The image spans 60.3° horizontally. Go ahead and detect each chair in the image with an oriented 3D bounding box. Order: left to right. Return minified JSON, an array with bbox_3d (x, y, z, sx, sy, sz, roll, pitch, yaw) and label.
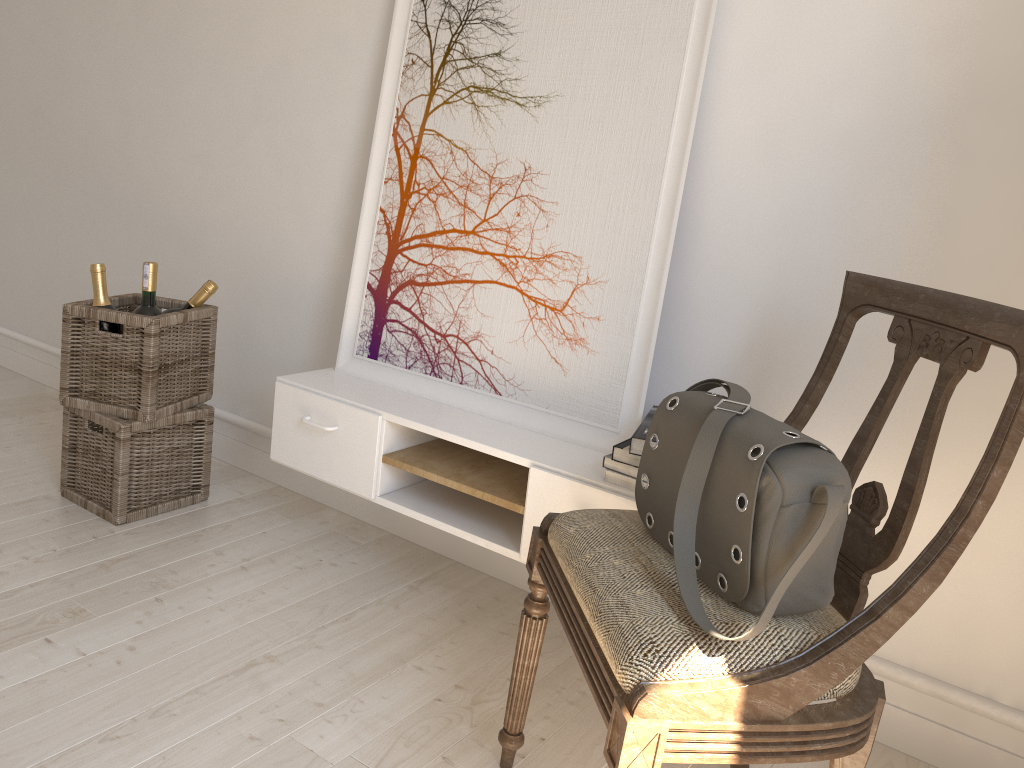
[{"bbox_3d":[0.322,0.290,1.250,0.537,0.878,0.529,4,10,-11],"label":"chair"}]

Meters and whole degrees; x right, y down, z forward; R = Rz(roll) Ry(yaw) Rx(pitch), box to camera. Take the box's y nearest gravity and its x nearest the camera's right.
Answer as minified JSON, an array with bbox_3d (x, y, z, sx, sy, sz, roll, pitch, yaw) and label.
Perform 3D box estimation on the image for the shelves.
[{"bbox_3d":[-0.043,0.189,1.949,1.126,0.207,0.370,15,15,33],"label":"shelves"}]

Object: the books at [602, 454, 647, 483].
[{"bbox_3d":[0.332,0.154,1.679,0.214,0.022,0.260,17,17,37],"label":"books"}]

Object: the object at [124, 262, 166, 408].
[{"bbox_3d":[-0.945,-0.127,2.283,0.095,0.372,0.096,-1,11,-39],"label":"object"}]

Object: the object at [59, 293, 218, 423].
[{"bbox_3d":[-0.997,-0.081,2.371,0.277,0.266,0.279,9,11,14],"label":"object"}]

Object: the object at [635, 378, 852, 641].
[{"bbox_3d":[0.302,0.145,1.178,0.212,0.244,0.408,4,12,-11],"label":"object"}]

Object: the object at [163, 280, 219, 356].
[{"bbox_3d":[-0.958,-0.133,2.415,0.284,0.327,0.097,5,9,-6],"label":"object"}]

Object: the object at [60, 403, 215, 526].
[{"bbox_3d":[-1.018,0.182,2.400,0.279,0.266,0.277,14,13,33],"label":"object"}]

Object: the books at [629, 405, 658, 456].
[{"bbox_3d":[0.340,0.101,1.670,0.192,0.032,0.262,10,14,16],"label":"books"}]

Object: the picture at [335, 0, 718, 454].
[{"bbox_3d":[0.006,-0.513,1.994,0.862,1.146,0.164,13,11,34],"label":"picture"}]

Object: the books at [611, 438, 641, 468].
[{"bbox_3d":[0.328,0.130,1.670,0.192,0.027,0.241,14,16,31],"label":"books"}]

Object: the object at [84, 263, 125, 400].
[{"bbox_3d":[-1.057,-0.133,2.313,0.128,0.356,0.095,9,9,14],"label":"object"}]

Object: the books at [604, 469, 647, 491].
[{"bbox_3d":[0.319,0.175,1.680,0.193,0.022,0.243,16,16,35],"label":"books"}]
